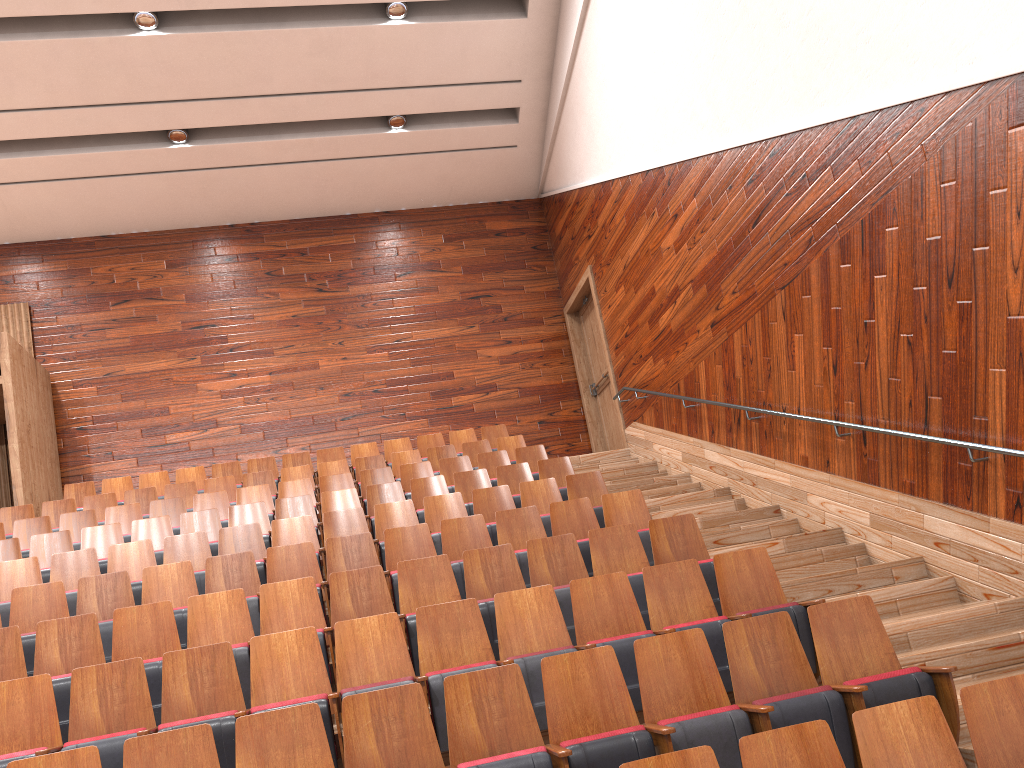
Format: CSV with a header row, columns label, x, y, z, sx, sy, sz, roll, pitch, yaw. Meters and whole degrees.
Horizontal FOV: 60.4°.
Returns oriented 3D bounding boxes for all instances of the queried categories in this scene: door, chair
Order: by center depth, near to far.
label,x,y,z,sx,sy,sz,roll,pitch,yaw
chair,-0.475,0.177,0.522,1.178,0.364,0.794,-7,-15,-12
door,0.117,-0.014,1.144,0.024,0.234,0.144,-9,-11,-13

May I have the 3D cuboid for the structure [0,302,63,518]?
label,x,y,z,sx,sy,sz,roll,pitch,yaw
structure,-0.607,0.036,1.006,0.116,0.321,0.148,-9,-11,-12
